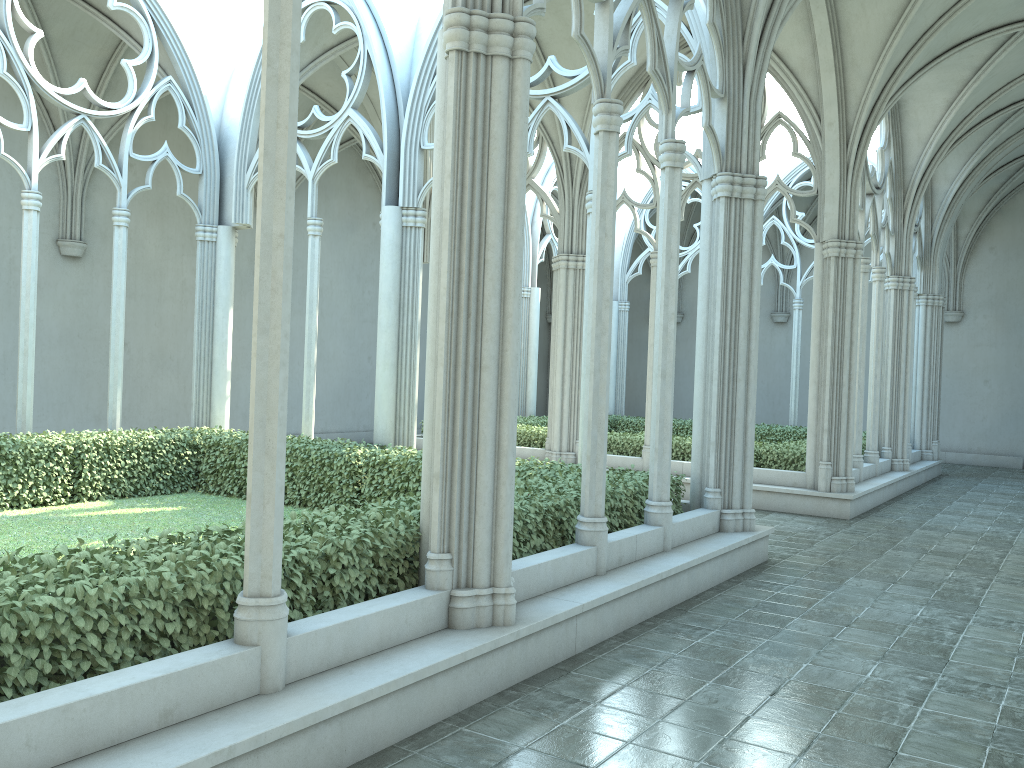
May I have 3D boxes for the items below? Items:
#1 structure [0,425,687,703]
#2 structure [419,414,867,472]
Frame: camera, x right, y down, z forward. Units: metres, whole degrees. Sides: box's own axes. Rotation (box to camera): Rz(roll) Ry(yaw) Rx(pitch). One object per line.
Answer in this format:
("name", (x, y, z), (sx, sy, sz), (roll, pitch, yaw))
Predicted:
("structure", (-3.615, 1.162, 8.288), (7.995, 0.963, 8.018), (2, 1, 33))
("structure", (3.559, 1.340, 19.206), (7.995, 0.963, 8.018), (2, 1, 33))
